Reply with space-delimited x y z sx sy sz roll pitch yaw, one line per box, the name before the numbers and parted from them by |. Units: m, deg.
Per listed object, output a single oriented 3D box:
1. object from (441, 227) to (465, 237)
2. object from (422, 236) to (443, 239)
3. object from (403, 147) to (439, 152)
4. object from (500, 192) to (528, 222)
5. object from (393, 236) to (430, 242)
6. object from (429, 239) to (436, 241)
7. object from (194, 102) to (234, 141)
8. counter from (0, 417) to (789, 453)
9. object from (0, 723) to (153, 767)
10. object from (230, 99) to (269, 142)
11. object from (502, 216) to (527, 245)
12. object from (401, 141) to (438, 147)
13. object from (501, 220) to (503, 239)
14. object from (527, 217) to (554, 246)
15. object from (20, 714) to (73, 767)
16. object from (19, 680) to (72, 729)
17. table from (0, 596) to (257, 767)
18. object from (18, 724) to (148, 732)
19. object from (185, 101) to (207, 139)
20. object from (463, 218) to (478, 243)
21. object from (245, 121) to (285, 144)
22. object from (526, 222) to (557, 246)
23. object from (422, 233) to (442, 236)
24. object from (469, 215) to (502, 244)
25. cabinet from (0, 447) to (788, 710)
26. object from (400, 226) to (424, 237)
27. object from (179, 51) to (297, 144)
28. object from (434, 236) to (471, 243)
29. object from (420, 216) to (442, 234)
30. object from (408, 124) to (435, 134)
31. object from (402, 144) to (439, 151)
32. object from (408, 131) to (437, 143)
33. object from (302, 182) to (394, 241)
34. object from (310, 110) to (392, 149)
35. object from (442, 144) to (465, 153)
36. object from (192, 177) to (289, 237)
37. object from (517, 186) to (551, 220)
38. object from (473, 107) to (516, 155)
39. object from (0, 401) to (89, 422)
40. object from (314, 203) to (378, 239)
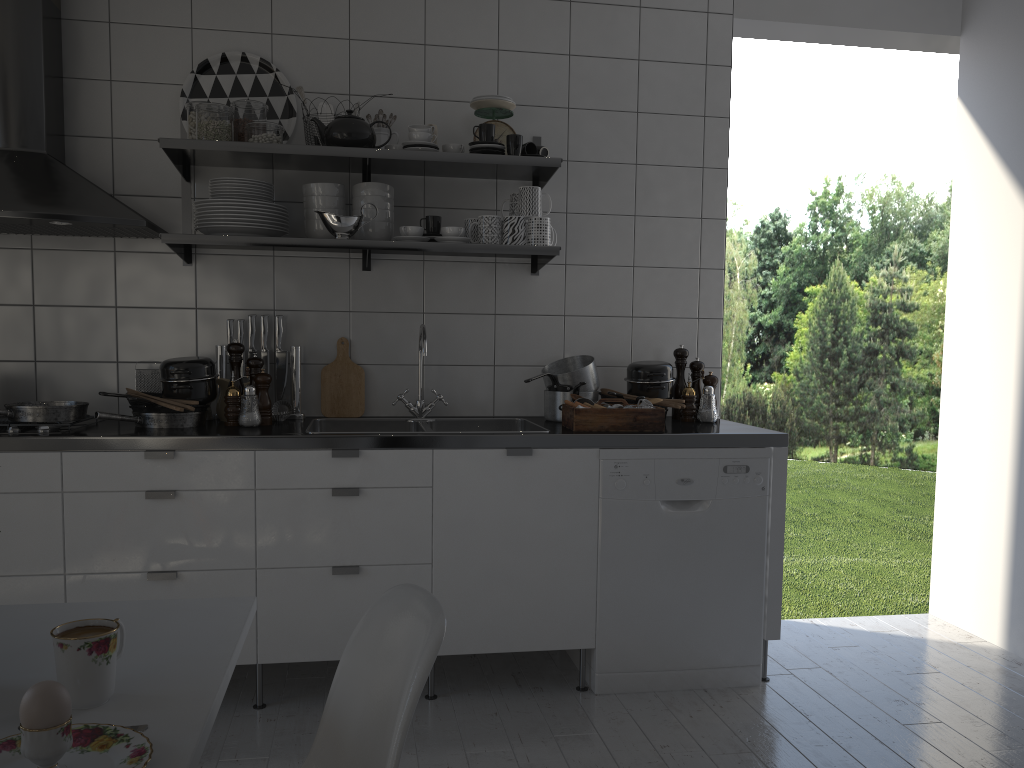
object | -0.195 -0.490 2.923 0.079 0.048 0.082 1 3 3
object | -0.270 -0.496 3.070 0.121 0.023 0.121 -1 3 -38
object | -0.300 -0.757 2.919 0.121 0.021 0.121 1 3 -5
object | 0.021 -0.615 3.111 0.083 0.100 0.108 -3 5 -41
object | -0.331 -0.472 2.928 0.121 0.021 0.121 0 3 -12
object | -0.271 -0.487 3.071 0.121 0.021 0.121 2 3 25
object | -0.947 -0.817 2.819 0.121 0.130 0.121 -1 4 -24
counter | -0.754 0.158 2.915 3.239 0.045 0.649 0 3 -10
object | -0.477 0.399 0.912 0.201 0.016 0.200 1 3 -5
object | -0.868 -0.841 2.934 0.121 0.171 0.121 2 4 10
object | 0.020 -0.508 2.974 0.108 0.100 0.082 -1 4 -21
object | -0.303 -0.777 2.917 0.121 0.024 0.121 0 3 -14
object | -0.013 -0.512 3.061 0.083 0.100 0.108 -3 5 -41
object | 0.102 -0.507 2.988 0.108 0.100 0.082 -1 4 -21
object | -0.477 0.373 0.910 0.048 0.057 0.048 3 5 31
object | -0.477 0.335 0.907 0.048 0.063 0.048 0 4 -6
table | -0.703 0.748 0.636 0.814 0.662 1.821 0 3 -10
object | -0.494 0.396 1.019 0.140 0.011 0.032 0 3 -6
object | -1.026 -0.845 2.958 0.121 0.171 0.121 2 4 10
object | -0.115 -0.513 3.037 0.108 0.100 0.082 2 4 24
object | -0.791 -0.790 2.840 0.121 0.079 0.121 -1 4 -24
object | 0.094 -0.512 3.099 0.108 0.100 0.082 -1 4 -24
object | -0.273 -0.506 3.070 0.121 0.023 0.121 -1 3 -29
object | -0.083 -0.509 2.972 0.083 0.100 0.108 -3 5 -41
cabinet | -0.759 0.576 2.945 3.238 0.798 0.660 0 4 -10
object | -0.331 -0.492 2.924 0.079 0.048 0.082 0 3 -17
object | -0.952 -0.961 3.092 0.395 0.395 0.052 0 5 -10
object | -0.196 -0.470 2.927 0.121 0.021 0.121 1 3 -5
object | -0.278 -0.541 3.071 0.070 0.078 0.055 4 5 40
object | -0.300 -0.826 2.912 0.083 0.068 0.078 1 4 5
object | -0.300 -0.767 2.918 0.121 0.021 0.121 1 3 -5
object | -0.301 -0.797 2.914 0.079 0.050 0.082 -2 4 -37
object | -0.562 -0.578 3.048 0.309 0.217 0.150 0 4 -13
object | -0.525 -0.820 2.892 0.200 0.143 0.177 3 4 31
object | -0.198 -0.780 2.996 0.079 0.048 0.082 1 3 3
object | -0.891 -0.566 2.921 0.306 0.195 0.300 0 3 -5
object | 0.071 -0.607 2.971 0.108 0.100 0.082 2 4 24
object | -0.064 -0.858 3.139 0.159 0.209 0.185 0 4 -10
object | -1.475 0.078 2.686 0.351 0.061 0.231 -1 3 -31
object | -0.542 -0.529 2.898 0.210 0.135 0.101 -1 4 -28
